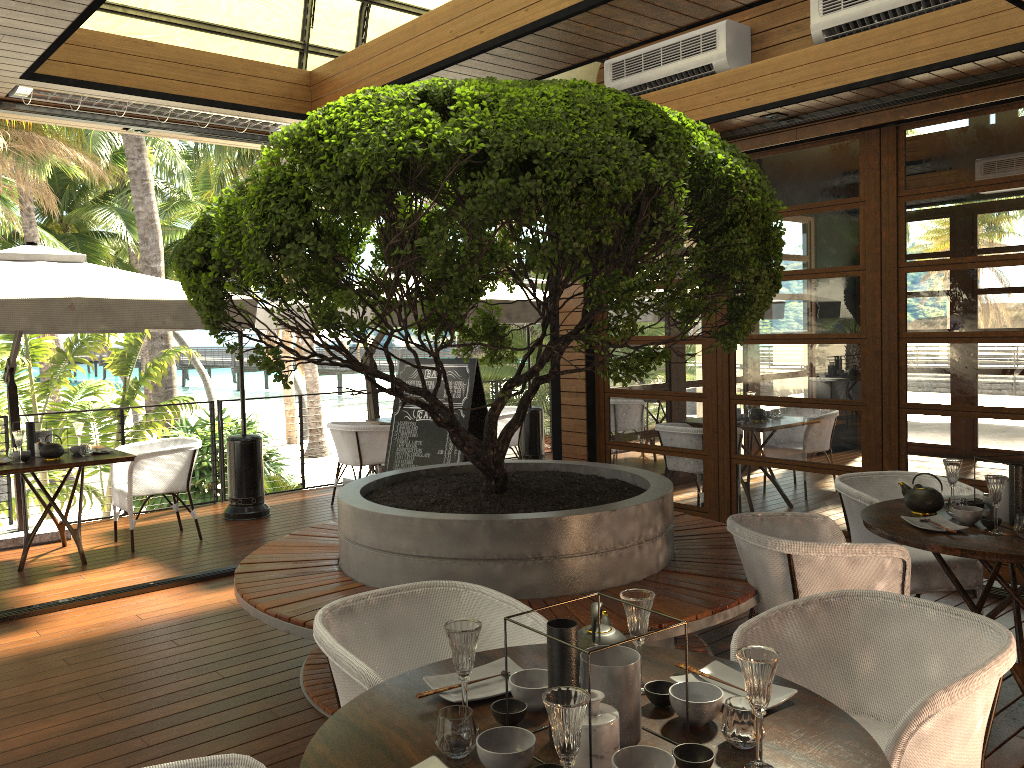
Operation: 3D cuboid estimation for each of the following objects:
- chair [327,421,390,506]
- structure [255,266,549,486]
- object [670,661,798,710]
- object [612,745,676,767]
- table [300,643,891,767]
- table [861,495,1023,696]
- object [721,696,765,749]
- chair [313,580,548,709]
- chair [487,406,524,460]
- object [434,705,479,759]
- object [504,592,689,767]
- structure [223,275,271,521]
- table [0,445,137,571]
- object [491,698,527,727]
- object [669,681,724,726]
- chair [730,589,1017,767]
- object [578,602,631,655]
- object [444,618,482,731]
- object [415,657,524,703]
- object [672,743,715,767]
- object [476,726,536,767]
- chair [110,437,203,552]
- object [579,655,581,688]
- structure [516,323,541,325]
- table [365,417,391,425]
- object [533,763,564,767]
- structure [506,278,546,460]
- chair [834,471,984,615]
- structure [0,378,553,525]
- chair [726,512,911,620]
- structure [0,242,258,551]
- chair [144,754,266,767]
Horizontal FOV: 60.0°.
[{"bbox_3d":[-1.373,0.740,8.251,0.617,0.787,0.627,-4,4,-39],"label":"chair"},{"bbox_3d":[-0.918,-0.070,8.731,2.415,2.331,2.414,-4,4,-40],"label":"structure"},{"bbox_3d":[0.493,0.703,2.070,0.170,0.025,0.295,-4,4,-36],"label":"object"},{"bbox_3d":[0.240,0.717,1.616,0.116,0.065,0.116,-3,4,-27],"label":"object"},{"bbox_3d":[0.167,1.112,1.846,1.166,0.748,1.167,0,3,18],"label":"table"},{"bbox_3d":[2.096,0.950,3.730,1.166,0.748,1.167,0,3,18],"label":"table"},{"bbox_3d":[0.469,0.689,1.798,0.086,0.086,0.086,-1,3,13],"label":"object"},{"bbox_3d":[-0.238,1.057,2.608,0.628,0.787,0.617,-3,3,-34],"label":"chair"},{"bbox_3d":[-0.174,0.650,9.238,0.617,0.787,0.627,-4,4,-39],"label":"chair"},{"bbox_3d":[-0.112,0.704,1.789,0.086,0.086,0.086,-1,3,13],"label":"object"},{"bbox_3d":[0.170,0.608,1.803,0.263,0.264,0.263,-4,4,-36],"label":"object"},{"bbox_3d":[-2.391,0.082,7.868,0.699,2.190,0.700,1,3,37],"label":"structure"},{"bbox_3d":[-3.383,0.911,6.551,0.932,0.749,0.932,-4,4,-40],"label":"table"},{"bbox_3d":[-0.006,0.716,1.917,0.080,0.042,0.080,0,4,27],"label":"object"},{"bbox_3d":[0.398,0.695,1.912,0.116,0.065,0.116,-2,3,-16],"label":"object"},{"bbox_3d":[0.992,1.039,2.410,0.617,0.787,0.628,-3,3,-34],"label":"chair"},{"bbox_3d":[0.212,0.625,2.187,0.163,0.178,0.168,-3,3,-30],"label":"object"},{"bbox_3d":[-0.102,0.624,1.891,0.082,0.227,0.082,-3,3,-31],"label":"object"},{"bbox_3d":[-0.092,0.715,2.108,0.295,0.025,0.170,-4,4,-31],"label":"object"},{"bbox_3d":[0.345,0.722,1.687,0.080,0.042,0.080,0,4,27],"label":"object"},{"bbox_3d":[-0.011,0.717,1.710,0.116,0.065,0.116,-2,3,-16],"label":"object"},{"bbox_3d":[-2.786,0.850,7.019,0.617,0.787,0.627,-4,4,-39],"label":"chair"},{"bbox_3d":[0.157,0.682,2.049,0.086,0.086,0.086,0,3,18],"label":"object"},{"bbox_3d":[1.652,-0.266,10.916,2.415,2.331,2.414,-4,4,-40],"label":"structure"},{"bbox_3d":[-0.805,0.714,8.741,0.932,0.749,0.932,-4,4,-40],"label":"table"},{"bbox_3d":[0.070,0.732,1.621,0.080,0.042,0.080,-1,3,15],"label":"object"},{"bbox_3d":[0.197,-0.115,10.066,0.699,2.190,0.700,1,3,37],"label":"structure"},{"bbox_3d":[2.005,0.885,4.532,0.627,0.787,0.617,-2,3,-9],"label":"chair"},{"bbox_3d":[-7.503,1.090,4.604,26.283,1.152,0.163,-4,4,-40],"label":"structure"},{"bbox_3d":[1.227,0.958,3.647,0.617,0.787,0.628,-2,3,-9],"label":"chair"},{"bbox_3d":[-3.489,0.126,6.547,2.415,2.331,2.414,-4,4,-40],"label":"structure"},{"bbox_3d":[-0.569,1.134,1.477,0.617,0.787,0.628,-3,3,-34],"label":"chair"}]
